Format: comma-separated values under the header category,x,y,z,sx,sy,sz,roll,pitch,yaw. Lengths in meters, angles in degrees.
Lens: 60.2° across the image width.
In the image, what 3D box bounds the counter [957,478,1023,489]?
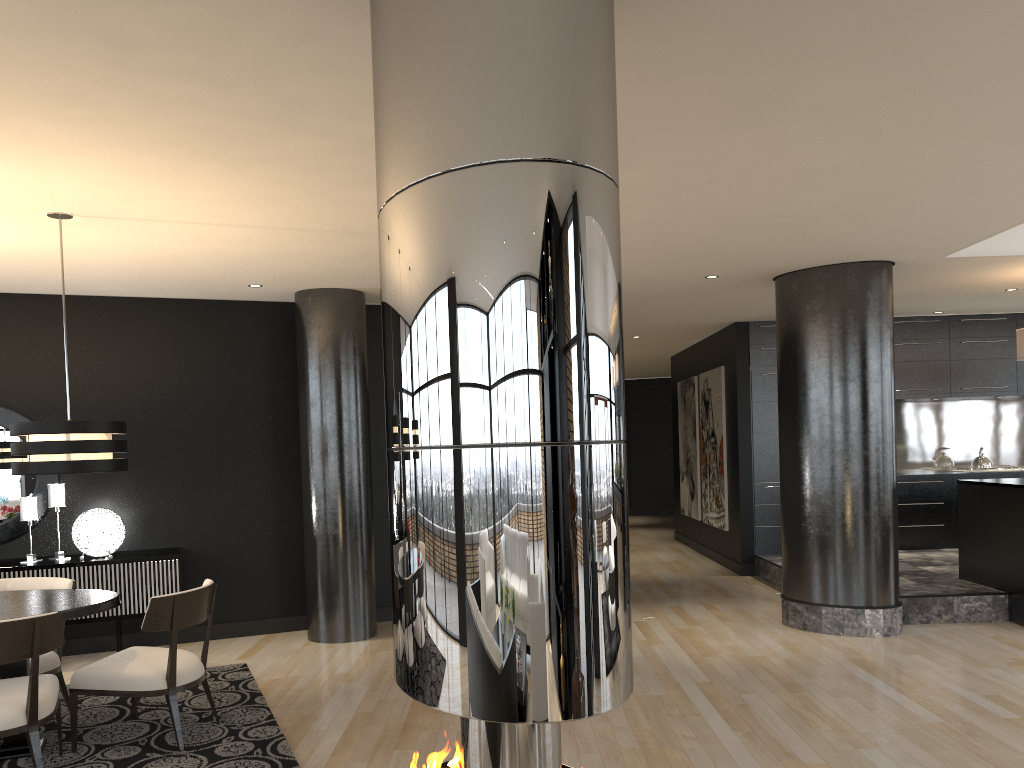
category,x,y,z,sx,sy,sz,roll,pitch,yaw
counter,5.370,0.746,6.978,3.114,0.032,1.182,-2,-4,0

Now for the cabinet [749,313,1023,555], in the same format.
category,x,y,z,sx,sy,sz,roll,pitch,yaw
cabinet,5.434,0.525,9.822,5.727,2.529,0.727,-2,1,0

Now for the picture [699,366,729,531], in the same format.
category,x,y,z,sx,sy,sz,roll,pitch,yaw
picture,2.432,0.774,10.586,0.077,1.874,1.155,-2,0,0

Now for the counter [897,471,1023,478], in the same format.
category,x,y,z,sx,sy,sz,roll,pitch,yaw
counter,5.447,0.982,9.858,2.860,0.034,0.732,-2,-4,0

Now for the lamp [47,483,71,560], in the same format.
category,x,y,z,sx,sy,sz,roll,pitch,yaw
lamp,-3.314,1.002,6.444,0.132,0.550,0.124,-1,1,30

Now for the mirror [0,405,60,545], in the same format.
category,x,y,z,sx,sy,sz,roll,pitch,yaw
mirror,-3.908,0.664,6.454,1.075,1.078,0.025,-1,1,-23

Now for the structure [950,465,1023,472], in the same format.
category,x,y,z,sx,sy,sz,roll,pitch,yaw
structure,5.446,0.958,9.838,0.900,0.066,0.521,-2,-4,0

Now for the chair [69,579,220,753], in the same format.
category,x,y,z,sx,sy,sz,roll,pitch,yaw
chair,-1.882,1.468,4.643,0.616,0.806,0.643,-2,-1,6

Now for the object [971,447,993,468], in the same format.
category,x,y,z,sx,sy,sz,roll,pitch,yaw
object,5.191,0.813,9.755,0.221,0.230,0.221,-2,-1,-8

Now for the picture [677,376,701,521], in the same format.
category,x,y,z,sx,sy,sz,roll,pitch,yaw
picture,2.424,0.872,11.992,0.077,1.874,1.155,-2,0,0

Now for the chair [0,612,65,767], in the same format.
category,x,y,z,sx,sy,sz,roll,pitch,yaw
chair,-2.383,1.439,4.006,0.642,0.806,0.617,-1,-1,-30

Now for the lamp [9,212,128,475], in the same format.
category,x,y,z,sx,sy,sz,roll,pitch,yaw
lamp,-2.286,-0.206,4.523,0.535,1.329,0.536,-2,1,-24

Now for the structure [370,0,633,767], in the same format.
category,x,y,z,sx,sy,sz,roll,pitch,yaw
structure,-0.023,0.277,2.294,0.586,2.743,0.891,-2,1,-13

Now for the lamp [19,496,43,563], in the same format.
category,x,y,z,sx,sy,sz,roll,pitch,yaw
lamp,-3.452,1.040,6.323,0.125,0.465,0.132,-2,1,0

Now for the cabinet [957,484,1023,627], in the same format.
category,x,y,z,sx,sy,sz,roll,pitch,yaw
cabinet,5.387,1.282,6.992,3.114,1.038,1.181,-2,-2,0

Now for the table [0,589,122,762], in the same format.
category,x,y,z,sx,sy,sz,roll,pitch,yaw
table,-3.013,1.494,4.247,2.104,0.769,1.212,-1,-3,-21

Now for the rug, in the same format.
category,x,y,z,sx,sy,sz,roll,pitch,yaw
rug,-3.064,1.875,4.246,3.718,0.011,2.724,0,-4,-23

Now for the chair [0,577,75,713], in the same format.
category,x,y,z,sx,sy,sz,roll,pitch,yaw
chair,-2.806,1.515,4.898,0.643,0.806,0.616,-2,-1,6

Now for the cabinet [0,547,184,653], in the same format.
category,x,y,z,sx,sy,sz,roll,pitch,yaw
cabinet,-3.541,1.657,6.308,2.235,0.767,0.611,0,-1,-22
